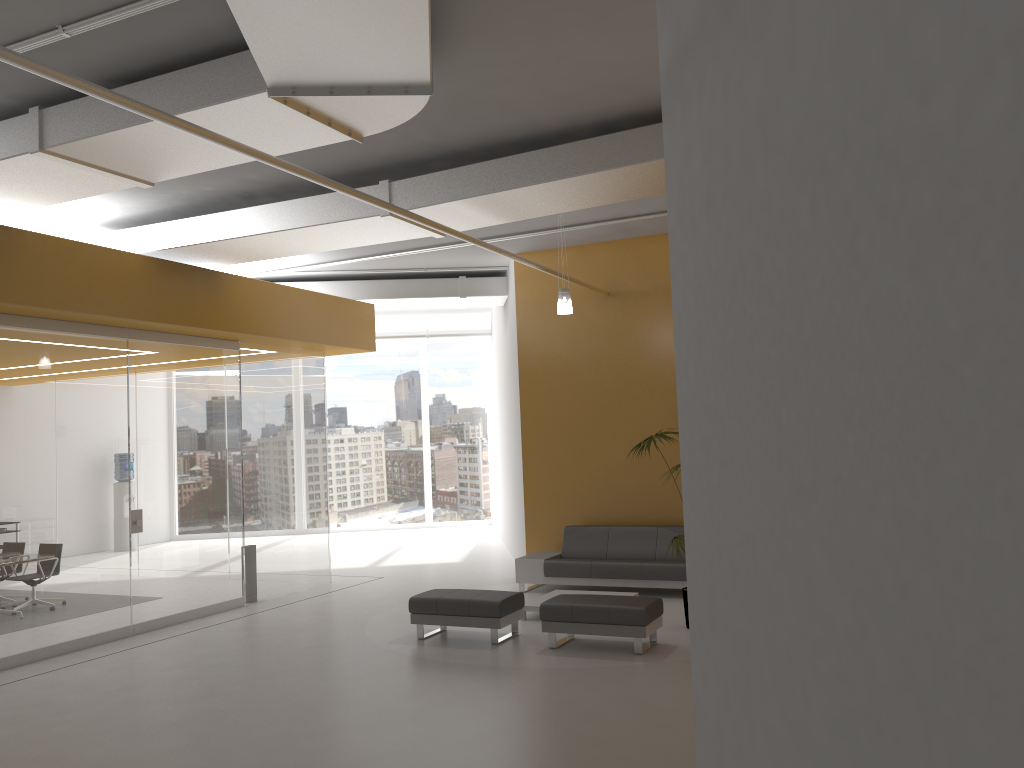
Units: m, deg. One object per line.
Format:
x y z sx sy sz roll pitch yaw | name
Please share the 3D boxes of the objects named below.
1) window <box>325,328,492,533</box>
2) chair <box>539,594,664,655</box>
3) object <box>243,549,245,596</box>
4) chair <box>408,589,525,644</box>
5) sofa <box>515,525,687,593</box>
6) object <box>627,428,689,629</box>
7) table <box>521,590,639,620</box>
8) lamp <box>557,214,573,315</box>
-3.378 1.066 20.080 8.533 4.498 0.100 -2 -4 -5 | window
0.823 2.174 8.092 1.012 0.423 0.575 -4 -4 25 | chair
-3.342 2.404 11.233 0.124 0.706 0.152 -4 -4 20 | object
-0.439 2.265 8.708 1.012 0.423 0.575 -4 -4 25 | chair
1.281 2.165 10.923 2.400 0.761 0.860 -4 -4 25 | sofa
1.685 1.411 8.746 0.912 1.956 1.222 -1 -4 -24 | object
0.750 2.411 9.631 1.000 0.150 1.000 -4 -4 25 | table
0.562 -1.391 9.845 0.174 1.227 0.174 -1 -4 -24 | lamp
